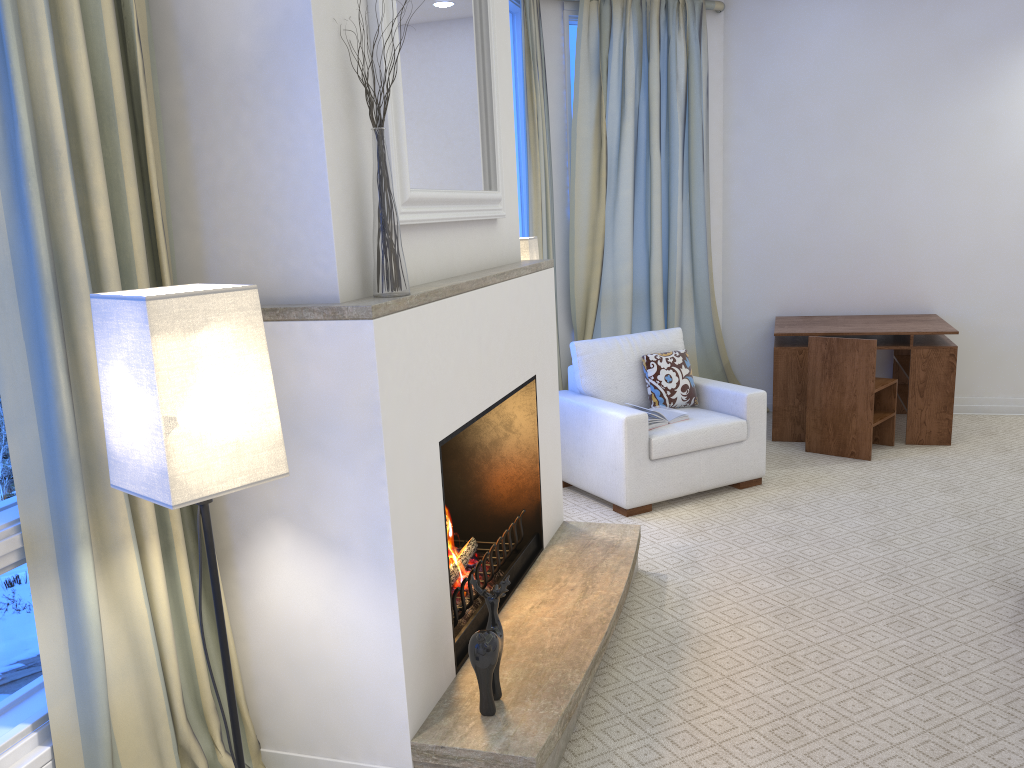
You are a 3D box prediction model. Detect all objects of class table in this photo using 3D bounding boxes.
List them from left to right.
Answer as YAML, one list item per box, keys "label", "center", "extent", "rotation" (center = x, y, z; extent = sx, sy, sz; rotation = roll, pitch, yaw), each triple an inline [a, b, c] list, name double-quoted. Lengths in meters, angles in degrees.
- label: "table"
  center: [1.958, -0.046, 5.036]
  extent: [0.900, 0.607, 0.732]
  rotation: [1, 13, 17]

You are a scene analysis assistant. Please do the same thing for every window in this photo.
- label: "window"
  center: [-1.097, -0.193, 0.992]
  extent: [0.206, 2.051, 1.495]
  rotation: [1, 13, 17]
- label: "window"
  center: [-0.175, -0.509, 2.382]
  extent: [0.814, 2.050, 6.769]
  rotation: [1, 12, 17]
- label: "window"
  center: [-0.150, -0.829, 4.043]
  extent: [0.206, 2.051, 1.495]
  rotation: [1, 13, 17]

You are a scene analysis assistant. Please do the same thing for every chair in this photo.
- label: "chair"
  center: [0.671, 0.134, 4.174]
  extent: [0.803, 0.713, 0.682]
  rotation: [-9, 14, -27]
- label: "chair"
  center: [1.768, 0.043, 4.601]
  extent: [0.339, 0.618, 0.337]
  rotation: [9, 17, 41]

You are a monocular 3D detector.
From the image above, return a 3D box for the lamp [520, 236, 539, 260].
- label: "lamp"
  center: [0.075, -0.152, 4.482]
  extent: [0.319, 1.221, 2.336]
  rotation: [-2, 12, 6]

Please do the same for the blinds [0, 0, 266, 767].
- label: "blinds"
  center: [-0.688, -0.159, 1.596]
  extent: [0.228, 2.397, 0.653]
  rotation: [3, 14, 22]

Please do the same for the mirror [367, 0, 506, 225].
- label: "mirror"
  center: [-0.173, -0.902, 2.282]
  extent: [0.039, 0.951, 0.831]
  rotation: [1, 13, 17]

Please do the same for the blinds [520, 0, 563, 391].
- label: "blinds"
  center: [0.242, -0.772, 4.476]
  extent: [0.295, 2.418, 0.770]
  rotation: [0, 14, 12]

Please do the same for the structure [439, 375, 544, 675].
- label: "structure"
  center: [-0.259, 0.352, 2.631]
  extent: [0.475, 0.622, 0.865]
  rotation: [1, 12, 17]

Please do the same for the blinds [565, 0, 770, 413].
- label: "blinds"
  center: [0.761, -0.905, 4.952]
  extent: [1.765, 2.447, 0.293]
  rotation: [-9, 15, -25]

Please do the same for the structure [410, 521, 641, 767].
- label: "structure"
  center: [0.143, 0.736, 2.607]
  extent: [0.329, 0.174, 1.438]
  rotation: [1, 11, 17]

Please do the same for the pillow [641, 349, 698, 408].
- label: "pillow"
  center: [0.759, -0.016, 4.229]
  extent: [0.274, 0.276, 0.134]
  rotation: [-9, 15, -27]

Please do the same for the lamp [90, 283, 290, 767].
- label: "lamp"
  center: [-0.806, 0.562, 1.002]
  extent: [0.276, 1.220, 1.514]
  rotation: [5, 14, 29]

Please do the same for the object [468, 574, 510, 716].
- label: "object"
  center: [-0.046, 0.604, 2.070]
  extent: [0.096, 0.311, 0.177]
  rotation: [-2, 13, 4]

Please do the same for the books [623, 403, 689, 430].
- label: "books"
  center: [0.640, 0.128, 3.975]
  extent: [0.236, 0.090, 0.192]
  rotation: [-10, 13, -30]

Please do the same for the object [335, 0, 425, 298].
- label: "object"
  center: [-0.238, -0.534, 1.840]
  extent: [0.188, 0.701, 0.191]
  rotation: [10, 19, 44]
